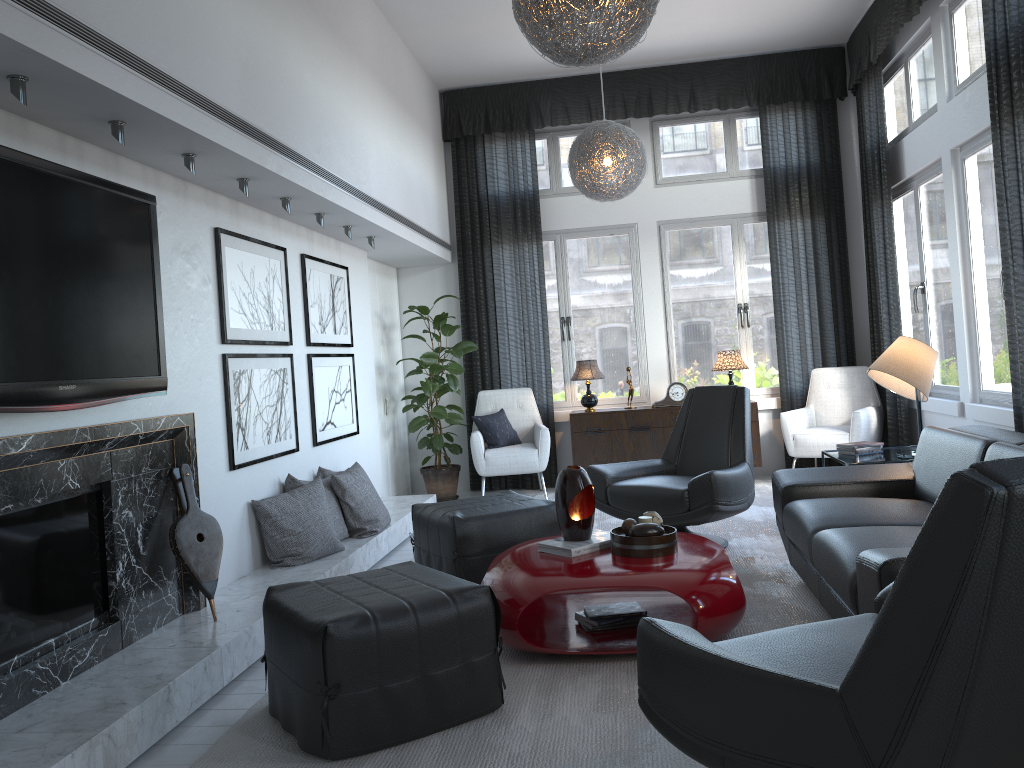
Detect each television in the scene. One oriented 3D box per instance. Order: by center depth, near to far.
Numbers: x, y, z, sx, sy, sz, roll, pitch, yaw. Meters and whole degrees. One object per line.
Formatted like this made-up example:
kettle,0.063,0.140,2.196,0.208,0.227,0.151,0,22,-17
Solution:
television,-1.418,-0.291,2.673,0.128,0.752,1.159,-4,1,8

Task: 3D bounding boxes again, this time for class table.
table,0.369,0.766,3.359,0.941,0.300,0.939,-4,1,7
table,2.000,0.569,4.643,0.593,0.410,0.593,-4,1,8

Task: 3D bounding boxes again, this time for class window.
window,2.525,-1.026,4.499,0.133,2.324,1.268,-4,0,8
window,2.715,-1.073,5.904,0.133,2.324,1.268,-4,0,8
window,1.814,-1.038,7.072,1.268,2.324,0.133,-4,-1,8
window,0.412,-0.944,7.261,1.268,2.324,0.133,-4,-1,8

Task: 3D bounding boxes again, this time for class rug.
rug,0.683,0.902,2.896,2.953,0.032,7.772,-4,1,8

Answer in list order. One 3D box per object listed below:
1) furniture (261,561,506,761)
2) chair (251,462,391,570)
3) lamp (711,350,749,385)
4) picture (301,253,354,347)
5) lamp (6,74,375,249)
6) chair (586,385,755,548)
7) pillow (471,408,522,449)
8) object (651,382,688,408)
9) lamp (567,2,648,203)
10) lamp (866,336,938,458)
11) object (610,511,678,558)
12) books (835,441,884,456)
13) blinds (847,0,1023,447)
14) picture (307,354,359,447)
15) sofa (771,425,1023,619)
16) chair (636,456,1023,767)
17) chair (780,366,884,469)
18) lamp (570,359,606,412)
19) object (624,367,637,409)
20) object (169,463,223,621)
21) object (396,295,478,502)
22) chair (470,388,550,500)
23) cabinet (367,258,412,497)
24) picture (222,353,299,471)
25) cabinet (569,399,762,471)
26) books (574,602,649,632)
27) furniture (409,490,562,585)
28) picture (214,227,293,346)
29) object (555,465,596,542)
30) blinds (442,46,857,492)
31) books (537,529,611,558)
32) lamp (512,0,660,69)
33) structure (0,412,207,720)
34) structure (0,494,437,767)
furniture,-0.413,0.804,2.712,0.614,0.378,0.598,-4,1,-34
chair,-0.933,0.645,4.730,0.391,0.431,1.336,-4,1,8
lamp,1.660,-0.058,6.728,0.279,0.398,0.281,-4,0,34
picture,-1.110,-0.487,5.376,0.020,0.523,0.791,-4,1,8
lamp,-1.175,-0.825,3.547,0.053,0.081,4.255,-4,1,8
chair,0.938,0.435,4.729,0.805,0.811,0.839,-4,0,-44
pillow,-0.113,0.344,6.802,0.252,0.296,0.357,-4,0,34
object,1.269,0.076,6.792,0.406,0.180,0.181,-4,0,8
lamp,0.589,-1.822,5.727,0.512,1.307,0.514,-4,-1,2
lamp,2.174,0.260,4.099,0.475,1.015,1.167,-4,0,-18
object,0.483,0.548,3.257,0.242,0.133,0.242,-5,1,-45
books,1.884,0.348,4.806,0.215,0.050,0.160,-4,1,-20
blinds,2.488,-0.919,5.228,0.189,3.279,3.213,-4,0,8
picture,-1.070,0.078,5.367,0.020,0.523,0.791,-4,1,8
sofa,1.563,0.524,3.223,0.936,0.617,1.905,-4,1,8
chair,0.774,0.517,1.738,0.841,0.811,0.803,-4,0,-19
chair,2.344,0.298,6.459,0.593,0.824,0.613,-4,0,38
lamp,0.591,0.014,6.872,0.279,0.398,0.281,-4,0,34
object,0.906,0.028,6.857,0.096,0.325,0.096,-4,-1,7
object,-1.186,0.590,3.334,0.175,0.581,0.196,-4,-1,-12
object,-0.571,0.112,6.782,0.640,1.590,0.934,-4,-1,-37
chair,-0.018,0.456,6.792,0.594,0.824,0.612,-4,0,-2
cabinet,-1.069,-0.003,6.843,0.191,1.896,1.172,-4,0,8
picture,-1.212,0.112,4.336,0.020,0.523,0.791,-4,1,8
cabinet,1.174,0.479,6.836,1.398,0.613,0.386,-4,0,8
books,0.385,0.881,3.374,0.272,0.054,0.204,-4,1,-17
furniture,-0.124,0.747,4.243,0.599,0.378,0.613,-4,1,-29
picture,-1.250,-0.453,4.345,0.020,0.523,0.791,-4,1,8
object,0.240,0.454,3.395,0.153,0.280,0.151,-4,-1,-42
blinds,1.103,-0.865,7.035,3.211,3.280,0.189,-4,-1,7
books,0.279,0.607,3.387,0.307,0.030,0.201,-5,2,-37
lamp,0.223,-1.732,3.005,0.515,1.307,0.512,-4,-1,2
structure,-1.593,0.618,2.696,0.520,0.924,1.687,-4,1,8
structure,-1.203,0.966,2.632,0.393,0.135,7.210,-4,1,8
